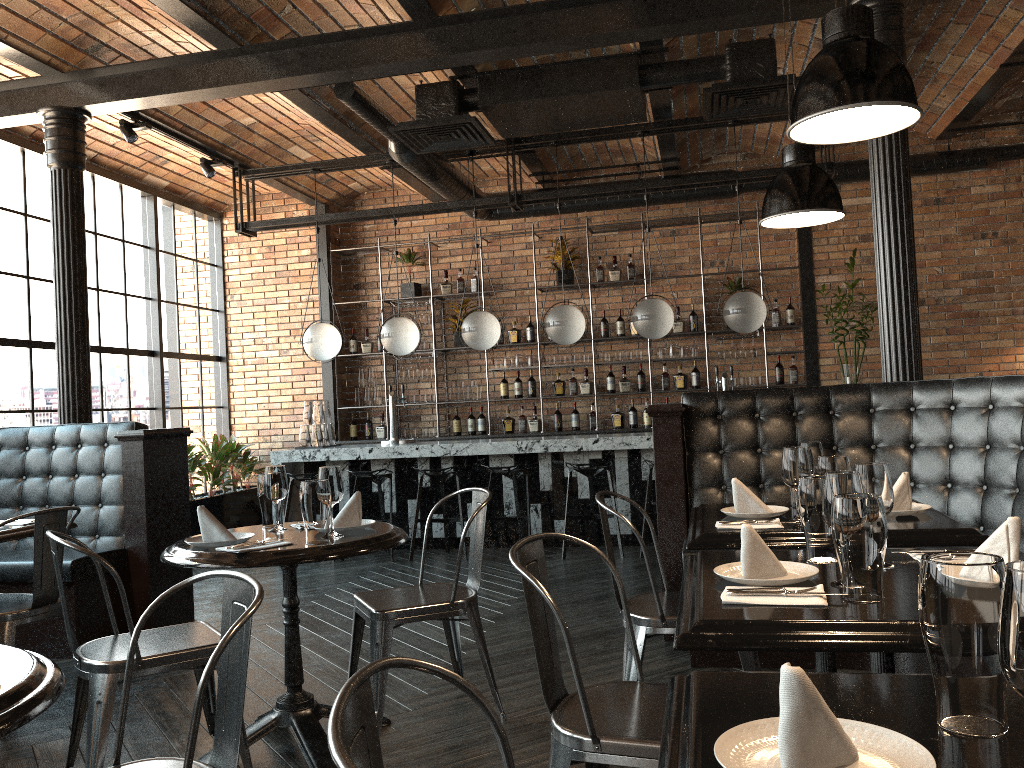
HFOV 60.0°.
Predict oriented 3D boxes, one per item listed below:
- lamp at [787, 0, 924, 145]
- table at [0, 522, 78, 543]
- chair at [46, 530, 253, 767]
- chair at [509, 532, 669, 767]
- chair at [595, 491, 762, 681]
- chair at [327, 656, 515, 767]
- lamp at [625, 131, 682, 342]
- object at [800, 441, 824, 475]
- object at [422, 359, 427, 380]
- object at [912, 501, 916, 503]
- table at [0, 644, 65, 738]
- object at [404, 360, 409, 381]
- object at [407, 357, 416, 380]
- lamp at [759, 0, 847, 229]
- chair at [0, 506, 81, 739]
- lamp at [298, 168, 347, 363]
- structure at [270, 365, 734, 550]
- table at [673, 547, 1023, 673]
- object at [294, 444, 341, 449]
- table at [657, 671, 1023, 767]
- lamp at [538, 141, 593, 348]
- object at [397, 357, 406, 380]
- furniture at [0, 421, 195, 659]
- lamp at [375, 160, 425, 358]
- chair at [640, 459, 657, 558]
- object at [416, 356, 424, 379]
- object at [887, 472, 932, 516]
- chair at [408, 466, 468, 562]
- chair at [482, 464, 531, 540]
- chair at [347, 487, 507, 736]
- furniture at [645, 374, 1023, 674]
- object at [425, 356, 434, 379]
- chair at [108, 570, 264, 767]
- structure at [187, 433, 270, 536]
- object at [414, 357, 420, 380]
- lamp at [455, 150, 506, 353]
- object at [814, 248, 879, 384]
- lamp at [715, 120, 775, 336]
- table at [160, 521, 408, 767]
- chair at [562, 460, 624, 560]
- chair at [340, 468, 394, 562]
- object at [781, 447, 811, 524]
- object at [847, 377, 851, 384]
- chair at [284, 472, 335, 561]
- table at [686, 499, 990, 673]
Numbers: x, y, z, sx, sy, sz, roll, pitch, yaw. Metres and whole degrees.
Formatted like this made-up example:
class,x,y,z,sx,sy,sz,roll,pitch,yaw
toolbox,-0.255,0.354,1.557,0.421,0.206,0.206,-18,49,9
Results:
class,x,y,z,sx,sy,sz,roll,pitch,yaw
lamp,0.738,-1.413,2.046,0.291,1.653,0.291,-2,-2,-33
table,-2.553,1.029,3.849,0.872,0.758,0.872,-3,-2,12
chair,-1.213,0.888,2.939,0.558,0.857,0.504,-2,-2,-33
chair,0.308,0.790,2.073,0.558,0.857,0.504,-3,-2,22
chair,0.597,0.802,3.116,0.558,0.857,0.504,-3,-2,12
chair,0.095,0.774,1.044,0.558,0.857,0.504,-3,-1,2
lamp,1.129,-1.221,7.328,0.340,1.754,0.340,-2,-2,-32
object,1.061,0.327,3.131,0.092,0.244,0.092,-4,-2,29
object,-0.954,-0.171,9.680,0.092,0.244,0.092,-3,-2,18
object,1.330,0.430,3.225,0.255,0.019,0.157,-3,-1,8
table,-1.189,0.898,1.422,0.866,0.758,0.866,-2,-2,-24
object,-1.158,-0.160,9.724,0.092,0.244,0.092,-3,-2,18
object,-1.086,-0.168,9.540,0.092,0.244,0.092,-3,-2,18
lamp,0.974,-1.397,3.123,0.291,1.653,0.291,-2,-2,-33
chair,-2.130,0.954,3.725,0.558,0.857,0.504,-3,-2,17
lamp,-1.731,-1.062,7.952,0.340,1.754,0.340,-2,-2,-32
structure,0.739,0.635,8.016,5.346,1.430,1.930,-3,-2,12
table,0.834,0.811,1.966,0.872,0.758,0.872,-3,-2,12
object,-1.751,0.565,8.022,0.273,0.019,0.437,-3,-2,12
table,0.601,0.795,0.901,0.872,0.758,0.872,-3,-2,12
lamp,0.414,-1.181,7.484,0.340,1.754,0.340,-2,-2,-32
object,-1.193,-0.162,9.563,0.092,0.244,0.092,-3,-2,18
furniture,-3.456,0.823,2.921,1.979,1.212,5.451,-3,-2,12
lamp,-1.016,-1.101,7.796,0.340,1.754,0.340,-2,-2,-32
chair,1.222,0.924,6.771,0.475,0.737,0.414,-3,-2,17
object,-0.989,-0.174,9.519,0.092,0.244,0.092,-3,-2,18
object,1.290,0.371,3.000,0.232,0.139,0.232,-2,-2,-30
chair,-0.574,1.024,7.163,0.475,0.737,0.414,-3,-1,7
chair,-0.007,0.993,7.039,0.475,0.737,0.414,-3,-2,22
chair,-0.353,0.859,3.492,0.558,0.857,0.504,-2,-2,-23
furniture,1.161,0.566,1.911,1.979,1.212,5.451,-3,-2,12
object,-0.888,-0.179,9.497,0.092,0.244,0.092,-3,-2,18
chair,-0.765,0.834,1.701,0.558,0.857,0.504,-2,-2,-38
structure,-3.231,1.007,7.805,0.757,1.072,4.107,-3,-2,11
object,-1.050,-0.166,9.701,0.092,0.244,0.092,-3,-2,18
lamp,-0.301,-1.141,7.640,0.340,1.754,0.340,-2,-2,-32
object,3.120,-0.442,8.151,0.673,1.546,0.584,-2,-2,-39
lamp,1.844,-1.260,7.173,0.340,1.754,0.340,-2,-2,-32
table,-0.796,0.924,3.215,0.866,0.758,0.866,-2,-2,-24
chair,0.618,0.958,6.903,0.475,0.737,0.414,-3,-1,7
chair,-1.124,1.055,7.282,0.475,0.737,0.414,-3,-2,17
object,0.925,0.328,2.885,0.092,0.244,0.092,-3,-1,-5
object,3.052,0.131,7.784,0.319,0.397,0.316,-2,-2,-29
chair,-1.681,1.086,7.404,0.475,0.737,0.414,-3,-1,2
table,1.070,0.827,3.044,0.872,0.758,0.872,-3,-2,12
